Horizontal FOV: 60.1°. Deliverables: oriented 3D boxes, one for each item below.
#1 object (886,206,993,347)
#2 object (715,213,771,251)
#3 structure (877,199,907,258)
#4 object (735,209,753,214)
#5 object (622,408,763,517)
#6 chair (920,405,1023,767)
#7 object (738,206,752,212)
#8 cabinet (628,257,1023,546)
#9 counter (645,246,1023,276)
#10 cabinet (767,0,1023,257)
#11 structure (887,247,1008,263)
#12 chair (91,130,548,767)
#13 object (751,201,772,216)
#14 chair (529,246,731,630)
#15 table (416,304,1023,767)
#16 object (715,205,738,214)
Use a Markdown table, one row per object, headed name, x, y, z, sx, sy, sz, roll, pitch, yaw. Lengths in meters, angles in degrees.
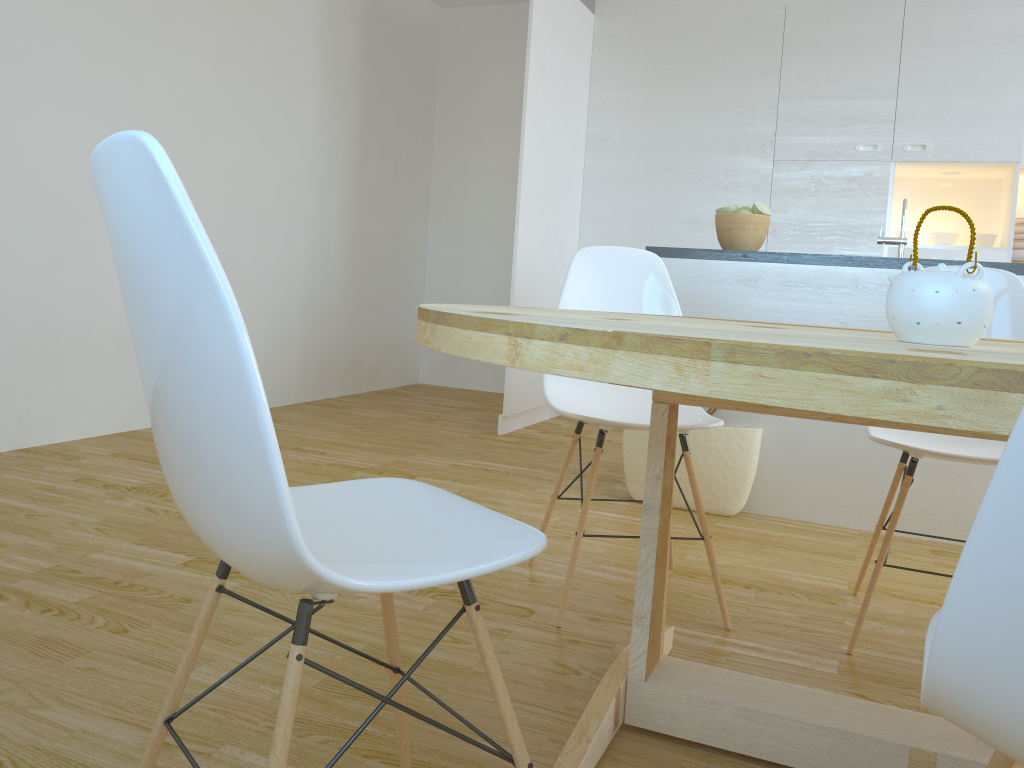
| name | x | y | z | sx | sy | sz | roll | pitch | yaw |
| --- | --- | --- | --- | --- | --- | --- | --- | --- | --- |
| object | 0.657 | -0.167 | 1.357 | 0.147 | 0.211 | 0.178 | 5 | 5 | 22 |
| object | 0.876 | -0.572 | 3.381 | 0.205 | 0.141 | 0.206 | 2 | 6 | -16 |
| structure | 1.352 | -0.550 | 3.137 | 0.097 | 0.214 | 0.162 | 5 | 4 | 23 |
| object | 0.876 | -0.616 | 3.342 | 0.097 | 0.085 | 0.082 | 3 | 5 | -13 |
| object | 0.644 | 0.263 | 2.748 | 0.471 | 0.499 | 1.195 | 4 | 6 | 0 |
| chair | 0.538 | 0.287 | 0.672 | 0.431 | 0.898 | 0.524 | 5 | 4 | 22 |
| object | 0.908 | -0.637 | 3.416 | 0.102 | 0.098 | 0.086 | 8 | 6 | 43 |
| cabinet | 1.694 | 0.070 | 3.197 | 2.405 | 0.907 | 0.602 | 6 | 5 | 22 |
| counter | 1.725 | -0.402 | 3.173 | 2.405 | 0.040 | 0.602 | 6 | 7 | 22 |
| cabinet | 2.994 | -0.793 | 4.519 | 3.207 | 2.293 | 0.482 | 6 | 4 | 23 |
| structure | 2.234 | -0.404 | 4.604 | 0.562 | 0.594 | 0.049 | 6 | 3 | 23 |
| chair | -0.218 | 0.193 | 1.059 | 0.523 | 0.898 | 0.432 | 1 | 5 | -37 |
| object | 0.943 | -0.656 | 3.348 | 0.077 | 0.071 | 0.074 | -1 | 7 | -42 |
| chair | 0.305 | 0.088 | 2.282 | 0.429 | 0.898 | 0.525 | 3 | 4 | -8 |
| table | 0.834 | 0.314 | 1.366 | 2.194 | 0.722 | 1.197 | 6 | 6 | 21 |
| object | 0.823 | -0.655 | 3.394 | 0.084 | 0.065 | 0.086 | 7 | 6 | 34 |
